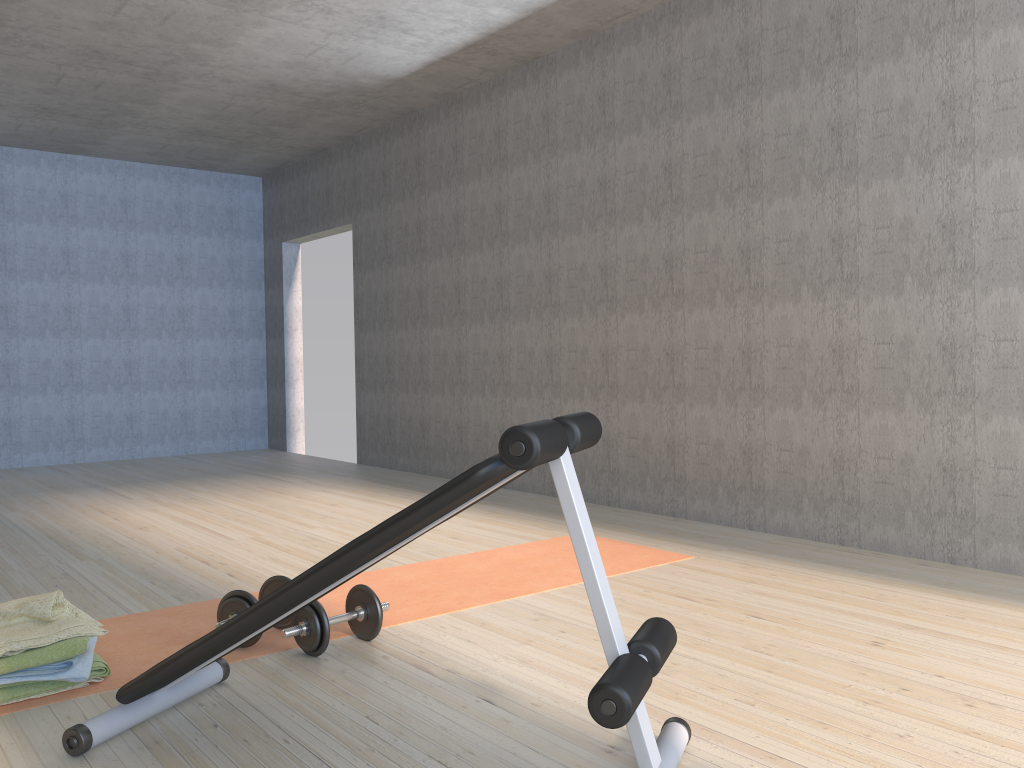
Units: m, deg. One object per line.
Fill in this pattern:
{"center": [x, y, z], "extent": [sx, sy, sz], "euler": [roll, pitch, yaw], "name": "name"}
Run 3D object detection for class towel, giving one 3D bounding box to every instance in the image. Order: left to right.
{"center": [-1.363, 0.715, 2.397], "extent": [0.376, 0.085, 0.371], "euler": [-2, 2, -33], "name": "towel"}
{"center": [-1.358, 0.660, 2.423], "extent": [0.373, 0.123, 0.384], "euler": [0, 2, 36], "name": "towel"}
{"center": [-1.367, 0.799, 2.440], "extent": [0.376, 0.044, 0.371], "euler": [-2, 2, -39], "name": "towel"}
{"center": [-1.349, 0.751, 2.420], "extent": [0.383, 0.078, 0.383], "euler": [-1, 2, -21], "name": "towel"}
{"center": [-1.347, 0.775, 2.445], "extent": [0.380, 0.081, 0.367], "euler": [-2, 2, -40], "name": "towel"}

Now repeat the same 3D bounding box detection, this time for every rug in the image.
{"center": [-0.523, 0.786, 3.266], "extent": [2.779, 0.002, 0.716], "euler": [-2, 2, -38], "name": "rug"}

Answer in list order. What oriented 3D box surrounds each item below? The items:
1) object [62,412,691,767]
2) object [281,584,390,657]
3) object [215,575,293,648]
{"center": [-0.308, 0.443, 1.961], "extent": [1.312, 0.746, 0.505], "euler": [0, 2, 21], "name": "object"}
{"center": [-0.530, 0.718, 2.703], "extent": [0.176, 0.176, 0.385], "euler": [1, 2, 43], "name": "object"}
{"center": [-0.786, 0.710, 2.780], "extent": [0.176, 0.176, 0.385], "euler": [0, 2, 23], "name": "object"}
